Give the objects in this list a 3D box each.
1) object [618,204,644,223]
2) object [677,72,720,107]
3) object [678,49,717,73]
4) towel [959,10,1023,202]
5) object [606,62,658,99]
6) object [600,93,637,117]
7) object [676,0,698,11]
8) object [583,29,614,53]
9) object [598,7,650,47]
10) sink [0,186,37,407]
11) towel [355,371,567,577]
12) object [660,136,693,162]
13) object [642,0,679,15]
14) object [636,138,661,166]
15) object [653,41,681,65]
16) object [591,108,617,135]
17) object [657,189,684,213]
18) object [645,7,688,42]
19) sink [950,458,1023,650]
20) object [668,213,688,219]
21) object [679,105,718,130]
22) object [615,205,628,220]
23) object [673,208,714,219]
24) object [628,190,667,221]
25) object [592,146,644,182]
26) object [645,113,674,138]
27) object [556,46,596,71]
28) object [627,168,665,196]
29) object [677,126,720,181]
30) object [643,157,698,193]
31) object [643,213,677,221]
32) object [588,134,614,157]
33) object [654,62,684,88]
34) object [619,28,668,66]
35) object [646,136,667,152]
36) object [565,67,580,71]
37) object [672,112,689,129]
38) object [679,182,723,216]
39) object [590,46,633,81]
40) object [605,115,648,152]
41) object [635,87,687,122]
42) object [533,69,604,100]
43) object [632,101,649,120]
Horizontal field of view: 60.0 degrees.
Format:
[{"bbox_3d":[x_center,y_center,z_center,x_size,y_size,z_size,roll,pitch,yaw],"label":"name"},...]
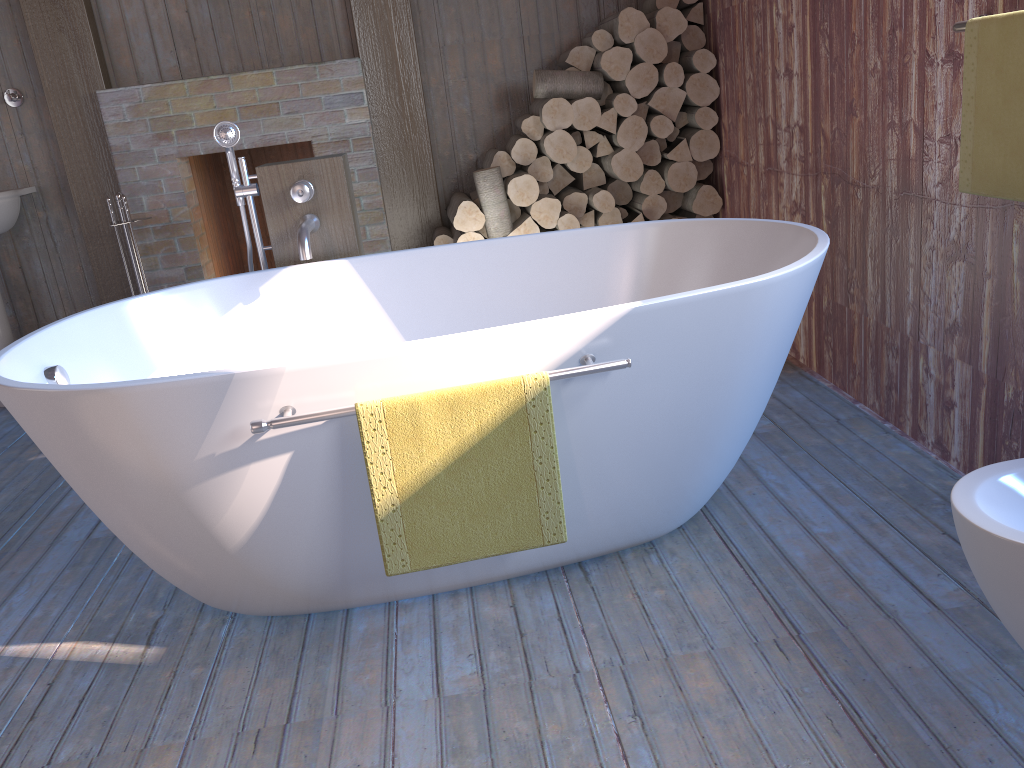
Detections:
[{"bbox_3d":[0.522,-0.765,4.092,0.115,0.112,0.423,-8,18,-3],"label":"object"},{"bbox_3d":[0.785,-1.315,3.957,0.147,0.152,0.439,-8,18,-3],"label":"object"},{"bbox_3d":[0.784,-1.422,3.919,0.102,0.109,0.438,-8,18,-3],"label":"object"},{"bbox_3d":[1.004,-0.543,1.745,0.032,0.361,0.370,-8,18,-3],"label":"towel"},{"bbox_3d":[0.523,-1.329,3.920,0.143,0.151,0.440,-8,18,-3],"label":"object"},{"bbox_3d":[0.455,-1.242,3.934,0.102,0.109,0.438,-8,18,-3],"label":"object"},{"bbox_3d":[0.749,-1.695,3.869,0.112,0.113,0.271,-9,18,-4],"label":"object"},{"bbox_3d":[0.372,-1.483,3.843,0.094,0.097,0.227,-8,18,-3],"label":"object"},{"bbox_3d":[0.482,-1.547,3.866,0.135,0.139,0.456,-8,18,-3],"label":"object"},{"bbox_3d":[-2.382,-0.433,3.908,0.582,1.143,0.475,-9,18,-4],"label":"sink"},{"bbox_3d":[-0.090,0.176,1.722,0.370,0.361,0.032,-10,18,-7],"label":"towel"},{"bbox_3d":[0.700,-1.071,4.019,0.115,0.112,0.423,-8,18,-3],"label":"object"},{"bbox_3d":[0.646,-1.657,3.868,0.104,0.121,0.270,-8,18,-3],"label":"object"},{"bbox_3d":[0.576,-1.049,3.997,0.111,0.118,0.302,-9,18,-4],"label":"object"},{"bbox_3d":[0.660,-1.474,3.996,0.132,0.119,0.319,-8,18,-2],"label":"object"},{"bbox_3d":[0.376,-1.162,3.950,0.109,0.124,0.424,-9,18,-4],"label":"object"},{"bbox_3d":[0.706,-0.878,4.185,0.118,0.106,0.319,-9,18,-6],"label":"object"},{"bbox_3d":[0.641,-1.557,3.883,0.133,0.142,0.456,-8,18,-3],"label":"object"},{"bbox_3d":[0.965,0.277,1.408,0.515,0.517,0.335,-8,18,-3],"label":"sink"},{"bbox_3d":[0.775,-0.764,4.174,0.088,0.092,0.280,-9,18,-4],"label":"object"},{"bbox_3d":[0.809,-1.203,3.990,0.102,0.109,0.438,-8,18,-3],"label":"object"},{"bbox_3d":[0.490,-0.789,4.067,0.054,0.056,0.146,-8,18,-3],"label":"object"},{"bbox_3d":[0.853,-0.785,4.183,0.114,0.113,0.301,-9,18,-6],"label":"object"},{"bbox_3d":[0.609,-0.823,4.055,0.116,0.117,0.289,-9,18,-6],"label":"object"},{"bbox_3d":[0.465,-1.001,4.014,0.141,0.143,0.437,-9,18,-5],"label":"object"},{"bbox_3d":[0.617,-1.164,3.979,0.102,0.109,0.438,-8,18,-3],"label":"object"},{"bbox_3d":[0.285,-1.435,3.961,0.140,0.121,0.319,-8,18,-2],"label":"object"},{"bbox_3d":[0.593,-0.925,4.026,0.114,0.113,0.301,-9,18,-6],"label":"object"},{"bbox_3d":[0.817,-1.047,4.050,0.137,0.256,0.439,-8,18,-3],"label":"object"},{"bbox_3d":[0.713,-0.963,4.062,0.137,0.133,0.437,-9,18,-5],"label":"object"},{"bbox_3d":[0.681,-0.733,4.129,0.138,0.147,0.440,-8,18,-3],"label":"object"},{"bbox_3d":[0.391,-1.080,3.985,0.085,0.096,0.280,-8,18,-3],"label":"object"},{"bbox_3d":[0.660,-1.361,3.923,0.089,0.106,0.437,-8,18,-3],"label":"object"},{"bbox_3d":[0.546,-1.463,3.881,0.141,0.143,0.437,-9,18,-5],"label":"object"},{"bbox_3d":[0.641,-1.084,3.995,0.065,0.069,0.177,-9,18,-4],"label":"object"},{"bbox_3d":[0.242,-1.347,3.982,0.113,0.130,0.291,-8,18,-3],"label":"object"},{"bbox_3d":[0.743,-1.206,4.029,0.088,0.092,0.280,-8,18,-3],"label":"object"},{"bbox_3d":[0.828,-0.873,4.117,0.139,0.137,0.455,-9,18,-5],"label":"object"},{"bbox_3d":[0.414,-1.404,3.902,0.139,0.148,0.458,-8,18,-3],"label":"object"},{"bbox_3d":[0.493,-1.125,3.979,0.136,0.157,0.439,-8,18,-3],"label":"object"},{"bbox_3d":[0.639,-1.255,3.985,0.172,0.151,0.482,-8,18,-3],"label":"object"},{"bbox_3d":[0.238,-1.280,3.794,0.302,0.157,0.121,-8,18,-3],"label":"object"},{"bbox_3d":[0.537,-1.203,3.937,0.095,0.090,0.278,-8,18,-2],"label":"object"}]
